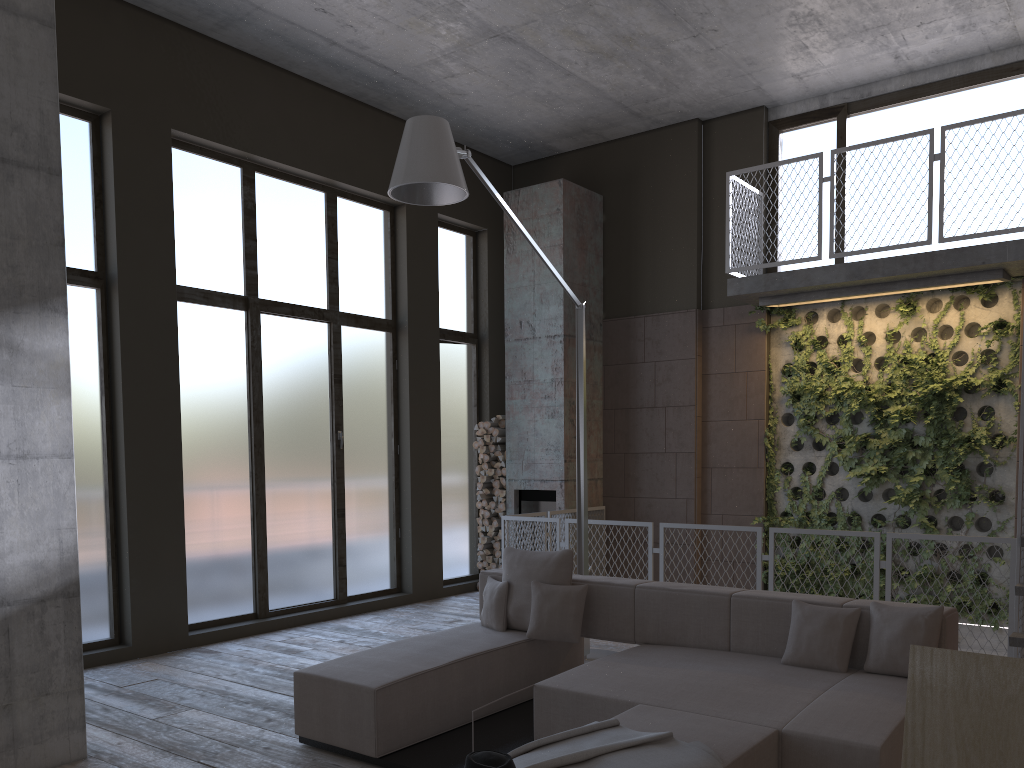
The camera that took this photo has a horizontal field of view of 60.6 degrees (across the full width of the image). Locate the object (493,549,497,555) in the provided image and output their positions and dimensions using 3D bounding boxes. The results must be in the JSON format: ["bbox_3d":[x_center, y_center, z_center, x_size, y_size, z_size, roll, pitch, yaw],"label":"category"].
[{"bbox_3d":[-0.073,1.976,10.421,0.101,0.087,0.362,-1,-4,38],"label":"object"}]

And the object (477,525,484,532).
[{"bbox_3d":[-0.249,1.720,10.521,0.079,0.107,0.436,0,-3,37],"label":"object"}]

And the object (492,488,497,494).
[{"bbox_3d":[-0.080,1.257,10.372,0.101,0.087,0.362,-1,-4,38],"label":"object"}]

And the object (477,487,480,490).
[{"bbox_3d":[-0.260,1.227,10.479,0.067,0.071,0.423,-1,-4,38],"label":"object"}]

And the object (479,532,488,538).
[{"bbox_3d":[-0.252,1.823,10.544,0.070,0.118,0.364,1,-2,37],"label":"object"}]

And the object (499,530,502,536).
[{"bbox_3d":[0.036,1.728,10.277,0.093,0.084,0.479,-1,-4,38],"label":"object"}]

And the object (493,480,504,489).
[{"bbox_3d":[-0.098,1.164,10.253,0.098,0.107,0.294,-1,-3,36],"label":"object"}]

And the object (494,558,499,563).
[{"bbox_3d":[-0.060,2.068,10.377,0.067,0.067,0.422,-1,-4,38],"label":"object"}]

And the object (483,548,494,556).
[{"bbox_3d":[-0.161,1.994,10.475,0.115,0.080,0.435,-2,-4,38],"label":"object"}]

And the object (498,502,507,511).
[{"bbox_3d":[-0.033,1.414,10.174,0.101,0.103,0.292,-1,-3,36],"label":"object"}]

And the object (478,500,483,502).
[{"bbox_3d":[-0.248,1.367,10.461,0.066,0.085,0.425,0,-3,40],"label":"object"}]

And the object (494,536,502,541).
[{"bbox_3d":[-0.078,1.809,10.324,0.089,0.057,0.332,-2,-5,38],"label":"object"}]

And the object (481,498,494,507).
[{"bbox_3d":[-0.183,1.403,10.441,0.091,0.090,0.455,-1,-4,38],"label":"object"}]

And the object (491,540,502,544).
[{"bbox_3d":[-0.110,1.854,10.384,0.064,0.074,0.359,0,-3,39],"label":"object"}]

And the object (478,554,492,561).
[{"bbox_3d":[-0.245,2.045,10.405,0.071,0.073,0.422,-1,-4,38],"label":"object"}]

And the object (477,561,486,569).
[{"bbox_3d":[-0.248,2.156,10.541,0.091,0.092,0.437,-1,-4,38],"label":"object"}]

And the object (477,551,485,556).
[{"bbox_3d":[-0.261,2.013,10.505,0.122,0.068,0.363,-2,-5,36],"label":"object"}]

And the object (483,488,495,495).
[{"bbox_3d":[-0.167,1.275,10.426,0.115,0.080,0.435,-2,-4,38],"label":"object"}]

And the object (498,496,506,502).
[{"bbox_3d":[-0.002,1.342,10.279,0.067,0.067,0.422,-1,-4,38],"label":"object"}]

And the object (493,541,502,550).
[{"bbox_3d":[-0.091,1.883,10.302,0.098,0.107,0.294,-1,-3,36],"label":"object"}]

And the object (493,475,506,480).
[{"bbox_3d":[-0.084,1.090,10.275,0.089,0.057,0.332,-2,-5,38],"label":"object"}]

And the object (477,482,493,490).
[{"bbox_3d":[-0.230,1.203,10.418,0.091,0.090,0.455,-1,-4,39],"label":"object"}]

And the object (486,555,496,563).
[{"bbox_3d":[-0.121,2.062,10.420,0.093,0.084,0.479,-1,-4,38],"label":"object"}]

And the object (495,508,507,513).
[{"bbox_3d":[-0.043,1.471,10.300,0.122,0.068,0.363,-3,-5,38],"label":"object"}]

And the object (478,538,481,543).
[{"bbox_3d":[-0.243,1.850,10.446,0.067,0.067,0.422,-1,-4,36],"label":"object"}]

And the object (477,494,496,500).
[{"bbox_3d":[-0.251,1.326,10.356,0.071,0.073,0.422,-1,-4,38],"label":"object"}]

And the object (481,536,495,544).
[{"bbox_3d":[-0.184,1.836,10.398,0.093,0.084,0.479,-1,-4,36],"label":"object"}]

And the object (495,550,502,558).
[{"bbox_3d":[-0.027,1.986,10.354,0.092,0.094,0.437,-1,-4,38],"label":"object"}]

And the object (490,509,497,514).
[{"bbox_3d":[-0.121,1.490,10.365,0.064,0.074,0.359,0,-3,36],"label":"object"}]

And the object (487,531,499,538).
[{"bbox_3d":[-0.118,1.760,10.372,0.115,0.080,0.435,-2,-4,36],"label":"object"}]

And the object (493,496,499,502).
[{"bbox_3d":[-0.066,1.349,10.328,0.067,0.067,0.422,-1,-4,38],"label":"object"}]

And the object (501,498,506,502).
[{"bbox_3d":[-0.027,1.339,10.164,0.063,0.048,0.250,-2,-4,36],"label":"object"}]

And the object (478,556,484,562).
[{"bbox_3d":[-0.242,2.086,10.511,0.066,0.085,0.425,0,-3,40],"label":"object"}]

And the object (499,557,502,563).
[{"bbox_3d":[0.004,2.062,10.328,0.067,0.067,0.422,-1,-4,38],"label":"object"}]

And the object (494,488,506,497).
[{"bbox_3d":[-0.034,1.267,10.305,0.092,0.094,0.437,-1,-4,38],"label":"object"}]

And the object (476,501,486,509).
[{"bbox_3d":[-0.254,1.437,10.492,0.091,0.092,0.437,-1,-4,38],"label":"object"}]

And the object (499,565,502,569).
[{"bbox_3d":[-0.026,2.134,10.223,0.101,0.103,0.292,-1,-3,36],"label":"object"}]

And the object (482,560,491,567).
[{"bbox_3d":[-0.176,2.122,10.490,0.091,0.090,0.455,-1,-4,38],"label":"object"}]

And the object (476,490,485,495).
[{"bbox_3d":[-0.268,1.293,10.456,0.122,0.068,0.363,-2,-5,36],"label":"object"}]

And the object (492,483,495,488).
[{"bbox_3d":[-0.106,1.204,10.430,0.104,0.103,0.292,-1,-3,38],"label":"object"}]

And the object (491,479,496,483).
[{"bbox_3d":[-0.116,1.135,10.335,0.064,0.074,0.359,0,-3,39],"label":"object"}]

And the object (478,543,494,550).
[{"bbox_3d":[-0.224,1.922,10.467,0.091,0.090,0.455,-1,-4,39],"label":"object"}]
